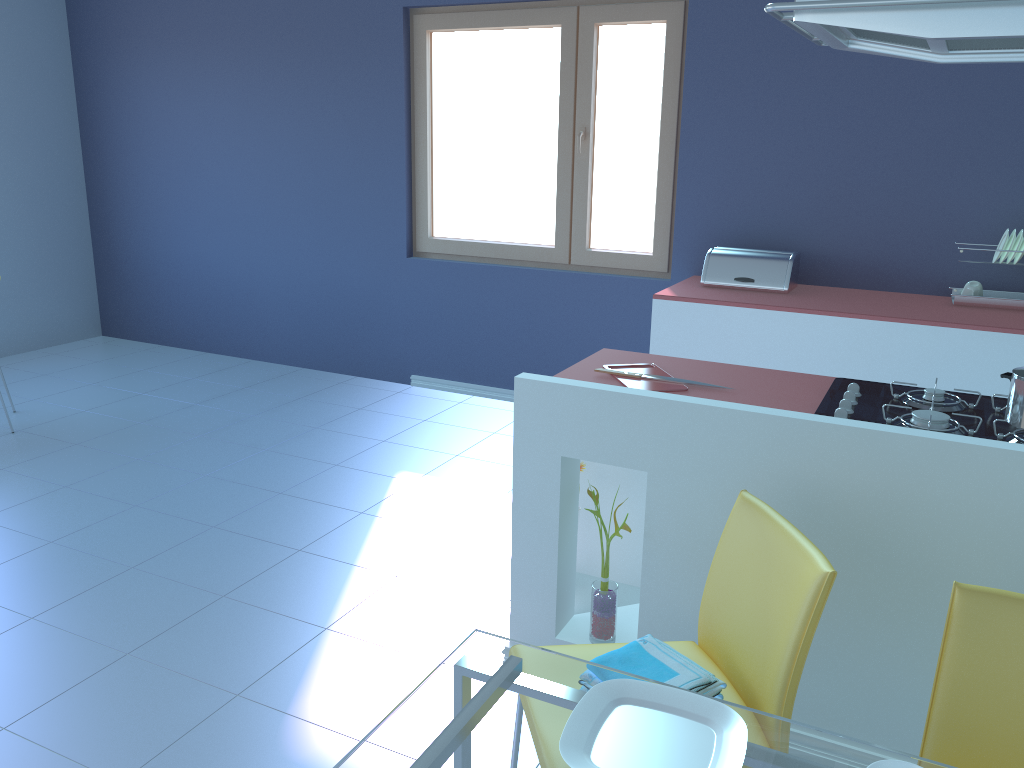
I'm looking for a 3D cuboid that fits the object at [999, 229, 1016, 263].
[{"bbox_3d":[1.898,-0.526,3.393,0.039,0.136,0.140,7,17,21],"label":"object"}]

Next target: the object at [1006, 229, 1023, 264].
[{"bbox_3d":[1.921,-0.523,3.384,0.039,0.136,0.140,7,17,21],"label":"object"}]

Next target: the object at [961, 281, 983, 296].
[{"bbox_3d":[1.826,-0.369,3.522,0.097,0.082,0.083,-8,18,-29],"label":"object"}]

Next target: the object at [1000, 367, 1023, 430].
[{"bbox_3d":[1.111,0.034,1.827,0.170,0.106,0.157,4,16,9],"label":"object"}]

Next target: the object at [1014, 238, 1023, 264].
[{"bbox_3d":[1.943,-0.520,3.375,0.039,0.136,0.140,7,17,21],"label":"object"}]

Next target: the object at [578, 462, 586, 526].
[{"bbox_3d":[0.174,0.392,2.490,0.050,0.365,0.085,8,17,23],"label":"object"}]

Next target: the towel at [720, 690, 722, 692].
[{"bbox_3d":[0.251,0.538,1.601,0.195,0.027,0.192,-13,21,-41],"label":"towel"}]

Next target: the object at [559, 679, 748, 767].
[{"bbox_3d":[0.185,0.466,1.152,0.228,0.020,0.228,8,17,22],"label":"object"}]

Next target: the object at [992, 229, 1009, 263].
[{"bbox_3d":[1.876,-0.529,3.402,0.039,0.136,0.140,7,17,21],"label":"object"}]

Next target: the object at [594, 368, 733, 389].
[{"bbox_3d":[0.396,-0.016,2.301,0.375,0.009,0.041,8,17,22],"label":"object"}]

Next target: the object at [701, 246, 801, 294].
[{"bbox_3d":[1.018,-0.490,3.784,0.364,0.153,0.235,9,17,25],"label":"object"}]

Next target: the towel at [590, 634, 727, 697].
[{"bbox_3d":[0.254,0.523,1.595,0.195,0.033,0.190,-11,19,-36],"label":"towel"}]

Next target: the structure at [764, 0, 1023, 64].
[{"bbox_3d":[1.034,-1.138,1.668,0.895,0.962,0.695,9,17,25],"label":"structure"}]

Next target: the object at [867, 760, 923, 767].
[{"bbox_3d":[0.424,0.482,0.986,0.111,0.083,0.091,3,16,8],"label":"object"}]

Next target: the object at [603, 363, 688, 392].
[{"bbox_3d":[0.345,-0.018,2.329,0.151,0.006,0.269,-2,16,-11],"label":"object"}]

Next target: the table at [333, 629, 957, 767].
[{"bbox_3d":[0.294,0.842,0.947,1.173,0.590,0.730,9,17,25],"label":"table"}]

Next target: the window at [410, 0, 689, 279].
[{"bbox_3d":[0.126,-1.205,4.370,1.475,1.263,0.142,9,17,25],"label":"window"}]

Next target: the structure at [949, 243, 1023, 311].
[{"bbox_3d":[1.920,-0.409,3.413,0.408,0.225,0.194,8,17,22],"label":"structure"}]

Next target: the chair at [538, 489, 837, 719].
[{"bbox_3d":[0.264,0.593,1.626,0.484,0.695,0.387,-2,16,-10],"label":"chair"}]

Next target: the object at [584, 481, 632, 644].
[{"bbox_3d":[0.229,0.446,2.194,0.067,0.423,0.229,-9,18,-31],"label":"object"}]

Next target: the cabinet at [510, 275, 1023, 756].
[{"bbox_3d":[1.298,0.233,2.802,2.139,0.800,2.200,9,17,25],"label":"cabinet"}]

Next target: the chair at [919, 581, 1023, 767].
[{"bbox_3d":[0.727,0.715,1.214,0.387,0.695,0.484,9,18,28],"label":"chair"}]

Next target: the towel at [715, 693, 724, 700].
[{"bbox_3d":[0.249,0.554,1.602,0.195,0.024,0.201,-11,20,-37],"label":"towel"}]

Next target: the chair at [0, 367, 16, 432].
[{"bbox_3d":[-2.572,-0.133,4.058,0.484,0.699,0.387,-7,17,-26],"label":"chair"}]

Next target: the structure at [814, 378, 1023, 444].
[{"bbox_3d":[1.018,0.062,2.009,0.600,0.047,0.500,9,17,25],"label":"structure"}]
